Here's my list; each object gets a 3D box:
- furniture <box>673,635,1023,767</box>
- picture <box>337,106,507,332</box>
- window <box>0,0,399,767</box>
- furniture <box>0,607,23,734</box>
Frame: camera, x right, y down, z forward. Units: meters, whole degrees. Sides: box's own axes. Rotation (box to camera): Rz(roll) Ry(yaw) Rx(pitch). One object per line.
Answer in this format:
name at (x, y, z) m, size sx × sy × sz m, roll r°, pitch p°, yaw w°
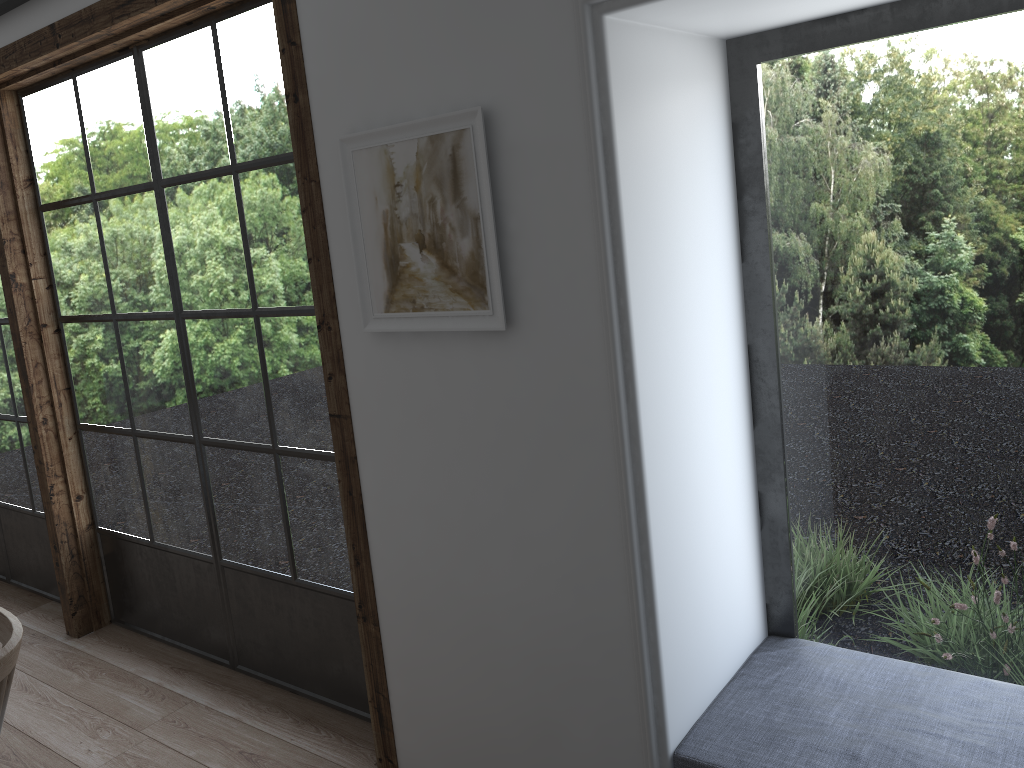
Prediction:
furniture at (0.927, 0.760, 1.759) m, size 1.082 × 0.114 × 0.584 m, roll 2°, pitch 14°, yaw 38°
picture at (-0.207, -0.353, 2.002) m, size 0.447 × 0.467 × 0.029 m, roll 1°, pitch 11°, yaw 38°
window at (-2.569, -0.121, 4.039) m, size 5.561 × 2.239 × 0.158 m, roll 2°, pitch 11°, yaw 38°
furniture at (-1.494, 0.898, 1.925) m, size 1.400 × 0.804 × 0.533 m, roll 2°, pitch 12°, yaw 38°
